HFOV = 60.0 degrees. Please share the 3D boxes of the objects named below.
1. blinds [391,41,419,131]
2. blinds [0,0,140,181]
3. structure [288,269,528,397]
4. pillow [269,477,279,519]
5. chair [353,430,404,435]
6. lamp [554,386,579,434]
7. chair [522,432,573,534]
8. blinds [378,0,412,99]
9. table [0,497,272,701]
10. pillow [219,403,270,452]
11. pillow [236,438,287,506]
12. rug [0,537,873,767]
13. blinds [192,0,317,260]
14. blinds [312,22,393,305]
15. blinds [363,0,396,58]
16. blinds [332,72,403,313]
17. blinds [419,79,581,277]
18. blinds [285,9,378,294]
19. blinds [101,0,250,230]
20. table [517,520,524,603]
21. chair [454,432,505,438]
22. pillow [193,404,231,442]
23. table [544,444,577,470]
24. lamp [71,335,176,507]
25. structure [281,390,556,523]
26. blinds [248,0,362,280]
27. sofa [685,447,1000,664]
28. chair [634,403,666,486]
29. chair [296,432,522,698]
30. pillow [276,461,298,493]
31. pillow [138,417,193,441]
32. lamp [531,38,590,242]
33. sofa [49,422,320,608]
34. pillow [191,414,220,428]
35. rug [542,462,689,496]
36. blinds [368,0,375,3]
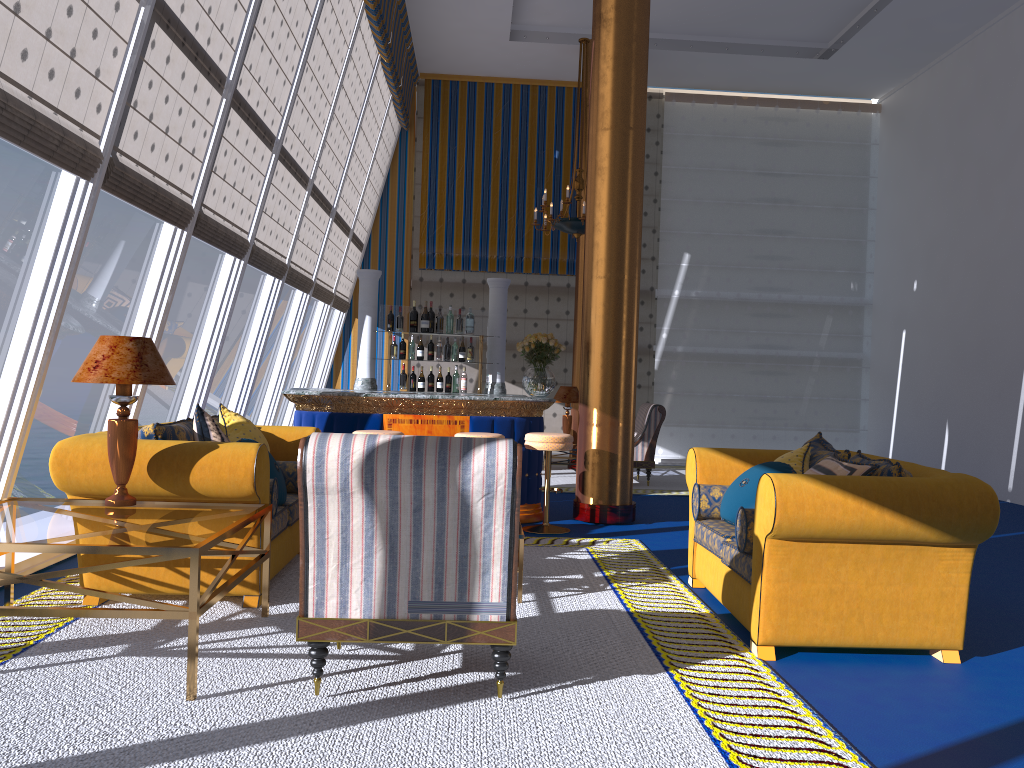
[{"bbox_3d":[-1.569,-4.269,12.840,0.339,0.830,1.522,2,0,-2],"label":"blinds"},{"bbox_3d":[-1.665,-2.722,3.914,0.875,3.394,1.363,2,1,-3],"label":"blinds"},{"bbox_3d":[-0.963,0.039,8.527,2.322,2.196,0.766,2,1,-12],"label":"structure"},{"bbox_3d":[-1.435,0.598,4.686,0.373,0.219,0.174,2,0,-4],"label":"pillow"},{"bbox_3d":[-1.022,0.744,6.712,0.394,0.782,0.402,2,1,35],"label":"chair"},{"bbox_3d":[0.736,0.422,11.758,0.449,0.783,0.443,2,1,-18],"label":"lamp"},{"bbox_3d":[0.286,0.788,7.166,0.402,0.782,0.394,2,1,-32],"label":"chair"},{"bbox_3d":[-1.506,-4.263,11.300,0.339,0.830,1.522,2,0,-2],"label":"blinds"},{"bbox_3d":[-1.773,0.840,3.718,1.239,0.550,1.149,2,0,-3],"label":"table"},{"bbox_3d":[-1.649,0.415,5.478,0.327,0.583,0.579,2,0,17],"label":"pillow"},{"bbox_3d":[-1.470,0.519,5.167,0.318,0.404,0.475,2,0,11],"label":"pillow"},{"bbox_3d":[-0.673,1.155,3.635,3.597,0.010,6.247,2,0,-3],"label":"rug"},{"bbox_3d":[-1.787,-2.733,6.899,0.875,3.394,1.363,2,1,-3],"label":"blinds"},{"bbox_3d":[-1.973,-2.751,11.435,0.875,3.394,1.363,2,1,-3],"label":"blinds"},{"bbox_3d":[-1.443,-4.257,9.764,0.339,0.830,1.522,2,0,-2],"label":"blinds"},{"bbox_3d":[-2.034,-2.757,12.916,0.875,3.394,1.363,2,1,-3],"label":"blinds"},{"bbox_3d":[-0.051,-3.195,13.669,2.664,2.990,0.152,2,1,-4],"label":"blinds"},{"bbox_3d":[-1.910,-2.745,9.895,0.875,3.394,1.363,2,1,-3],"label":"blinds"},{"bbox_3d":[-1.726,-2.728,5.404,0.875,3.394,1.363,2,1,-3],"label":"blinds"},{"bbox_3d":[-0.446,0.973,5.172,0.976,0.369,0.905,2,0,-3],"label":"table"},{"bbox_3d":[-0.263,0.770,6.854,0.402,0.782,0.394,1,1,-44],"label":"chair"},{"bbox_3d":[-1.629,0.421,4.936,0.281,0.619,0.689,2,0,-5],"label":"pillow"},{"bbox_3d":[0.940,1.005,11.598,0.976,0.369,0.905,2,0,-3],"label":"table"},{"bbox_3d":[-1.808,0.172,4.130,0.444,0.783,0.448,2,1,12],"label":"lamp"},{"bbox_3d":[-0.763,0.614,7.474,2.323,1.065,0.765,2,1,-14],"label":"structure"},{"bbox_3d":[-1.850,-2.739,8.427,0.875,3.394,1.363,2,1,-3],"label":"blinds"},{"bbox_3d":[1.576,0.812,4.691,1.012,0.854,1.846,2,0,-1],"label":"sofa"},{"bbox_3d":[1.390,0.710,10.739,0.785,0.967,0.793,2,0,-3],"label":"chair"},{"bbox_3d":[-0.380,0.667,3.477,0.795,0.967,0.783,2,0,-3],"label":"chair"},{"bbox_3d":[-1.484,0.594,5.678,0.373,0.219,0.214,2,0,-4],"label":"pillow"},{"bbox_3d":[-1.875,0.466,4.856,0.247,0.549,0.606,2,0,-5],"label":"pillow"},{"bbox_3d":[0.824,-2.920,10.651,1.068,2.422,1.050,2,1,-26],"label":"lamp"},{"bbox_3d":[-1.772,0.682,5.173,1.003,0.854,1.843,2,0,-3],"label":"sofa"},{"bbox_3d":[-1.900,0.465,5.460,0.247,0.546,0.609,2,0,-5],"label":"pillow"},{"bbox_3d":[0.287,1.169,11.444,6.266,0.011,3.588,2,0,-4],"label":"rug"},{"bbox_3d":[-1.380,-4.251,8.222,0.339,0.830,1.522,2,0,-2],"label":"blinds"}]
